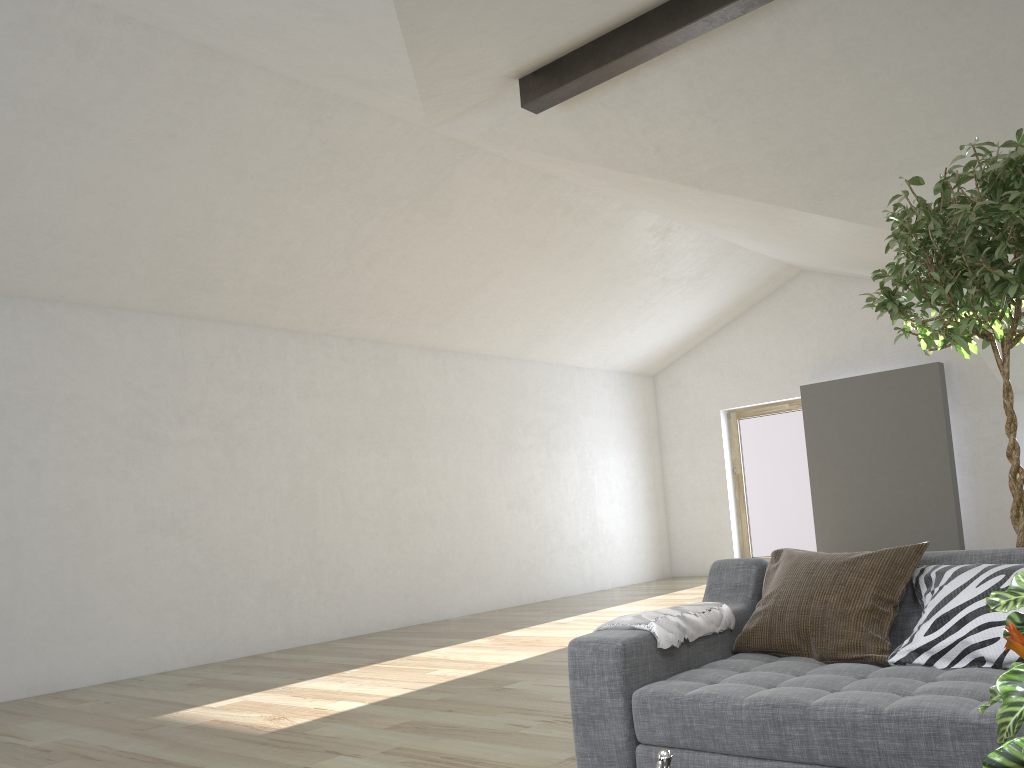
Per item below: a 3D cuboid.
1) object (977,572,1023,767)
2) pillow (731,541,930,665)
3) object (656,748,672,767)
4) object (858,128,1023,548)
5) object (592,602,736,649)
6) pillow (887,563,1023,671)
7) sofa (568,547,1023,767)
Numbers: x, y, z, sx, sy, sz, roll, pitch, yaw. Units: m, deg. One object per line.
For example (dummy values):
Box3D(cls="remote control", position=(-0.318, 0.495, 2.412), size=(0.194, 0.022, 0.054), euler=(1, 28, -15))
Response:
Box3D(cls="object", position=(0.692, 0.418, 0.941), size=(0.375, 0.522, 0.442), euler=(-6, -6, 16))
Box3D(cls="pillow", position=(0.957, 0.677, 2.742), size=(0.308, 0.335, 0.583), euler=(0, -9, -39))
Box3D(cls="object", position=(0.207, 0.592, 1.144), size=(0.122, 0.238, 0.117), euler=(-2, -6, -23))
Box3D(cls="object", position=(1.629, 0.184, 2.931), size=(0.798, 2.005, 0.821), euler=(-6, -5, 20))
Box3D(cls="object", position=(0.473, 0.902, 2.768), size=(0.360, 0.416, 0.482), euler=(-11, -9, 44))
Box3D(cls="pillow", position=(1.312, 0.618, 2.370), size=(0.563, 0.281, 0.359), euler=(-12, -10, 41))
Box3D(cls="sofa", position=(1.410, 0.743, 2.107), size=(2.475, 0.678, 1.028), euler=(-12, -11, 41))
